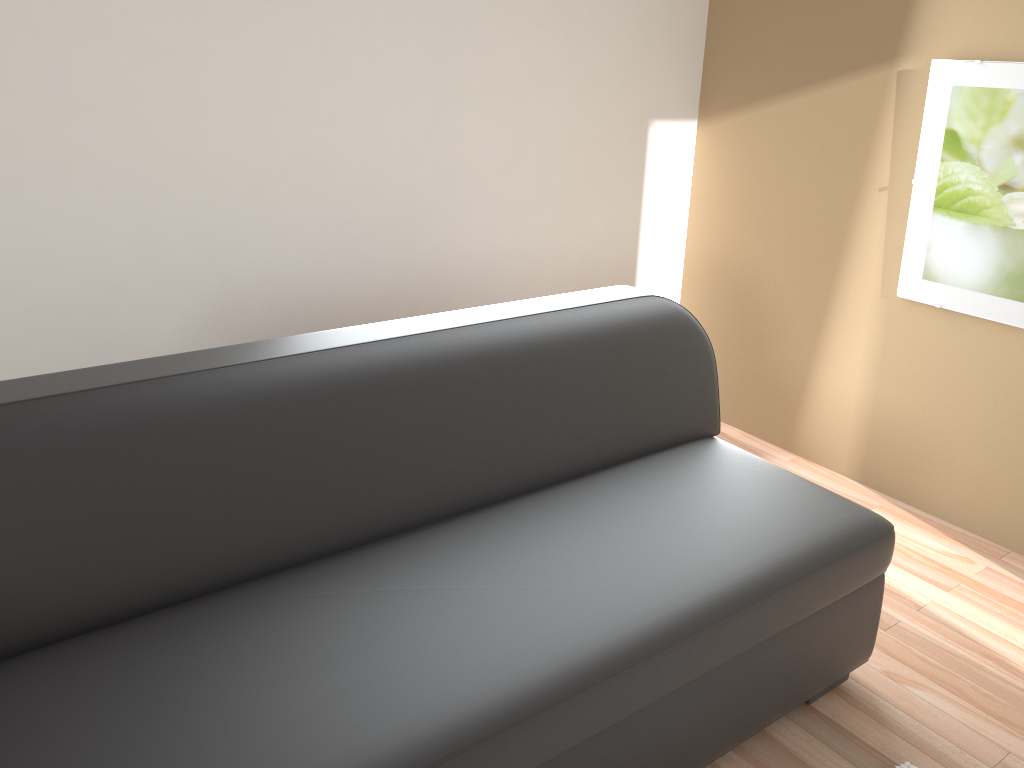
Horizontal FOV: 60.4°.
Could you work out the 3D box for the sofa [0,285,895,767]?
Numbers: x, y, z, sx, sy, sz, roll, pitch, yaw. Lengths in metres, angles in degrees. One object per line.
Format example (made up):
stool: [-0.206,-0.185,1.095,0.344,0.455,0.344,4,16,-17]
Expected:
sofa: [-0.190,0.409,1.858,2.280,0.810,0.974,-12,23,-36]

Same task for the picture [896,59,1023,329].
picture: [1.618,-0.564,2.698,0.019,0.791,0.835,-8,20,-36]

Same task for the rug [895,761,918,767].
rug: [0.482,1.246,0.825,2.045,0.044,1.485,-12,25,-35]
